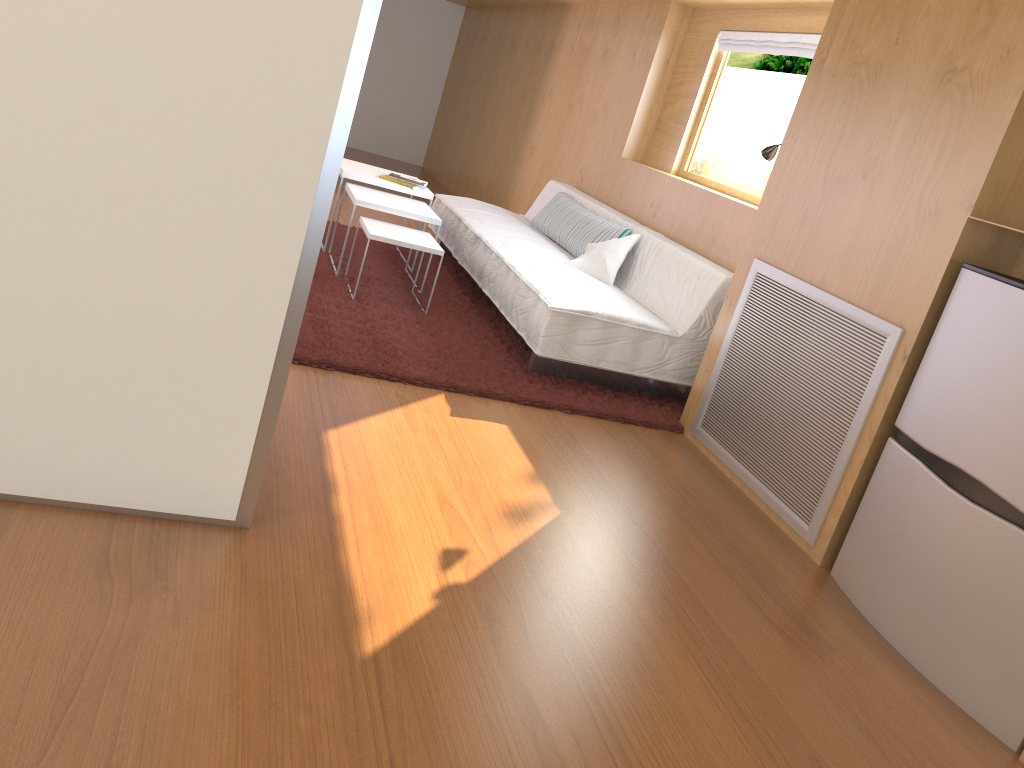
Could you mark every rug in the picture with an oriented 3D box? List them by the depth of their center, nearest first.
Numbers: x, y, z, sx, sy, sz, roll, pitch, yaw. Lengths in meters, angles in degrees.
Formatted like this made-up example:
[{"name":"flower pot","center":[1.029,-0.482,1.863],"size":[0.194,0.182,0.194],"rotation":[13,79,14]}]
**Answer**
[{"name":"rug","center":[-0.269,-0.396,4.428],"size":[1.875,0.020,2.539],"rotation":[11,19,-20]}]

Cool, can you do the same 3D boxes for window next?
[{"name":"window","center":[1.244,-1.219,4.106],"size":[0.035,0.776,1.532],"rotation":[12,17,-21]}]

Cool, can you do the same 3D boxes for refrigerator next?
[{"name":"refrigerator","center":[1.261,0.265,2.238],"size":[0.260,0.970,0.730],"rotation":[12,16,-21]}]

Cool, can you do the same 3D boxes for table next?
[{"name":"table","center":[-0.549,-0.547,4.069],"size":[0.340,0.303,0.378],"rotation":[11,17,-20]},{"name":"table","center":[-0.647,-0.734,4.425],"size":[0.422,0.376,0.469],"rotation":[11,17,-20]},{"name":"table","center":[-0.763,-0.936,4.840],"size":[0.483,0.431,0.537],"rotation":[11,17,-20]}]

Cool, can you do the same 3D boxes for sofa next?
[{"name":"sofa","center":[0.209,-0.644,4.610],"size":[0.858,0.618,2.410],"rotation":[11,18,-20]}]

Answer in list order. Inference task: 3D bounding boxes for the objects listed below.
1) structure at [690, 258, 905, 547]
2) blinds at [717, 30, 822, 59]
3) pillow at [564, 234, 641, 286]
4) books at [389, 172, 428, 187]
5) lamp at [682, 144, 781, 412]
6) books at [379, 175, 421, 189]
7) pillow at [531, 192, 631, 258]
[{"name":"structure","center":[0.916,0.014,3.004],"size":[0.013,0.709,0.839],"rotation":[12,17,-21]},{"name":"blinds","center":[1.295,-1.537,4.010],"size":[0.047,0.109,1.533],"rotation":[12,18,-21]},{"name":"pillow","center":[0.444,-0.644,4.293],"size":[0.351,0.247,0.268],"rotation":[28,19,32]},{"name":"books","center":[-0.555,-1.098,4.751],"size":[0.193,0.016,0.155],"rotation":[17,17,-1]},{"name":"lamp","center":[0.905,-0.411,3.591],"size":[0.182,1.176,0.259],"rotation":[4,19,-44]},{"name":"books","center":[-0.589,-1.067,4.674],"size":[0.194,0.016,0.155],"rotation":[20,18,8]},{"name":"pillow","center":[0.347,-0.867,4.888],"size":[0.170,0.247,1.066],"rotation":[12,18,-21]}]
